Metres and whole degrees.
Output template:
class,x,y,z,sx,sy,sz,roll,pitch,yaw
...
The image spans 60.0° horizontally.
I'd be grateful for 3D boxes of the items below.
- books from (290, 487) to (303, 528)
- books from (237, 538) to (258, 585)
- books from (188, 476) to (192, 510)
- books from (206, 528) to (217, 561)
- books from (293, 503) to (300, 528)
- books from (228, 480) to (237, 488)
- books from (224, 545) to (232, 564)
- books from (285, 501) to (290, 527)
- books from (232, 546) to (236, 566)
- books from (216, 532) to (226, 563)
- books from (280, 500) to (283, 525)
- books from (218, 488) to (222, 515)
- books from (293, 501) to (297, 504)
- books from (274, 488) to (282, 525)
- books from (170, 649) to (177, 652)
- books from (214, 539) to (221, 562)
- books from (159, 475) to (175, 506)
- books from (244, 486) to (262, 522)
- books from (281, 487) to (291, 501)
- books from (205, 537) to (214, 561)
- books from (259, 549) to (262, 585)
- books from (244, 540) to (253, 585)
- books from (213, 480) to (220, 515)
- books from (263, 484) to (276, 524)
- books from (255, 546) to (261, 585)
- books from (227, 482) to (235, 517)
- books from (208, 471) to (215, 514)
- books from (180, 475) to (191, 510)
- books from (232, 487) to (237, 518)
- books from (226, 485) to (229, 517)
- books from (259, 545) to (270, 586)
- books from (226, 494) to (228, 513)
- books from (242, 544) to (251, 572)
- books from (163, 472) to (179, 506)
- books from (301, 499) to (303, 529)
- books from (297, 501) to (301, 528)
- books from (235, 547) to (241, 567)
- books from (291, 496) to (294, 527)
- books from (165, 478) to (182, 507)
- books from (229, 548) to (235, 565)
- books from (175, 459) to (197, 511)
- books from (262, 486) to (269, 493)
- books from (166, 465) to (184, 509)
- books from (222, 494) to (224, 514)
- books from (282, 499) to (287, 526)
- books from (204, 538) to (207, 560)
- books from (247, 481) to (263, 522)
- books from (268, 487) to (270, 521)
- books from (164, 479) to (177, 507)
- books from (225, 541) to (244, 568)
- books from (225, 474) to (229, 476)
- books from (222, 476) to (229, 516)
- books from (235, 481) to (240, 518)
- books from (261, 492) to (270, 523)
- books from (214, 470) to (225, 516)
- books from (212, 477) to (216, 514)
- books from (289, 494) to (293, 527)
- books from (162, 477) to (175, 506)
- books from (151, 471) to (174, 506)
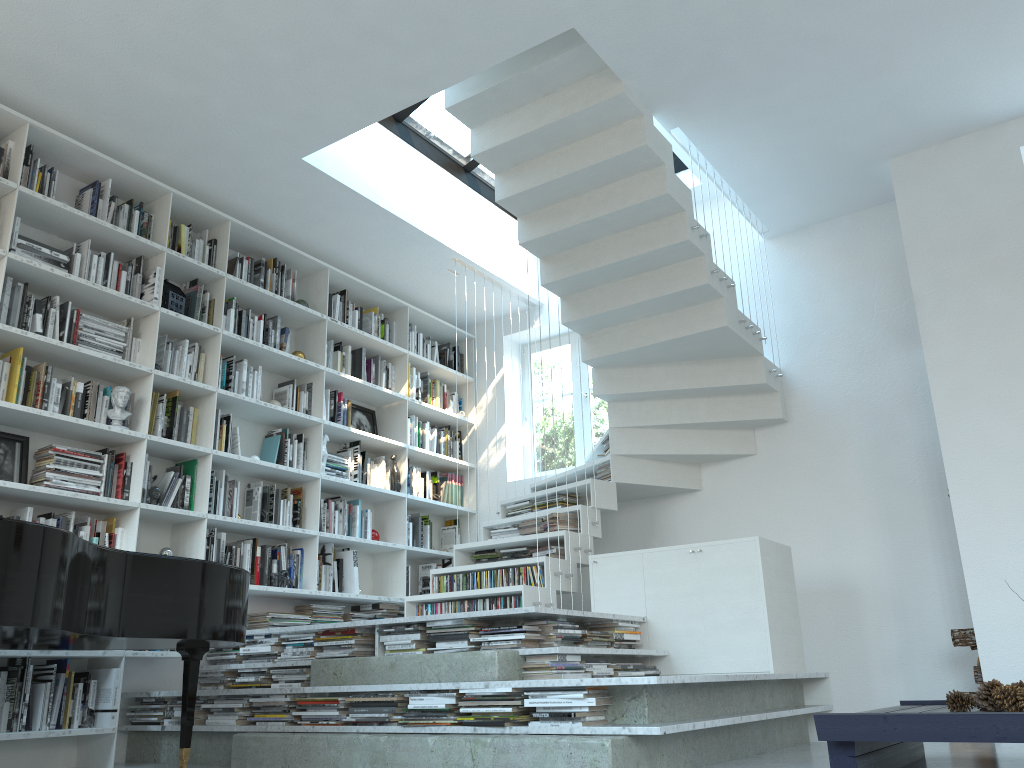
class,x,y,z,sx,sy,sz,roll,pitch,yaw
books,-1.409,0.818,5.705,0.162,0.294,0.007,-14,-21,32
books,-1.597,1.079,5.313,0.175,0.292,0.012,-14,-21,32
books,-1.885,0.645,5.039,0.148,0.225,0.021,-14,-21,32
books,-1.766,0.990,5.073,0.187,0.315,0.010,-14,-21,32
books,-1.422,0.861,5.650,0.189,0.180,0.016,-14,-22,32
books,-1.706,0.711,5.305,0.142,0.260,0.014,-14,-21,32
books,-1.712,1.062,5.159,0.162,0.230,0.066,-14,-22,32
books,-1.475,0.842,5.594,0.191,0.182,0.019,-14,-22,32
books,-1.688,1.077,5.211,0.142,0.234,0.029,-14,-21,32
books,-1.733,1.015,5.114,0.189,0.293,0.030,-14,-21,32
books,-1.502,0.827,5.545,0.182,0.181,0.018,-14,-22,32
books,-1.766,0.712,5.188,0.184,0.185,0.013,-14,-22,32
books,-1.436,0.858,5.681,0.141,0.204,0.016,-14,-21,32
books,-1.514,0.790,5.542,0.184,0.250,0.018,-14,-21,32
books,-1.819,1.308,4.703,0.175,0.224,0.026,-14,-22,32
books,-1.748,1.026,5.088,0.178,0.255,0.023,-14,-21,32
books,-1.967,0.614,4.908,0.176,0.209,0.089,-14,-22,32
books,-1.598,0.764,5.461,0.130,0.251,0.019,-14,-21,32
books,-1.472,0.803,5.620,0.173,0.273,0.006,-14,-21,32
books,-1.774,1.011,5.051,0.187,0.261,0.023,-14,-21,32
books,-1.575,1.125,5.375,0.131,0.242,0.021,-14,-21,32
books,-1.621,1.084,5.314,0.159,0.284,0.012,-14,-21,32
books,-1.775,0.686,5.170,0.188,0.225,0.011,-14,-22,32
books,-1.543,0.776,5.551,0.159,0.284,0.007,-14,-21,32
books,-1.586,1.108,5.324,0.185,0.243,0.031,-14,-22,32
books,-1.721,0.714,5.278,0.176,0.237,0.015,-14,-21,32
books,-1.794,0.655,5.167,0.159,0.282,0.005,-14,-21,32
books,-1.890,0.638,5.013,0.171,0.222,0.029,-14,-22,32
books,-1.710,0.732,5.283,0.180,0.206,0.014,-14,-22,32
books,-1.735,0.720,5.271,0.134,0.222,0.008,-14,-21,32
books,-1.548,1.118,5.388,0.173,0.261,0.026,-14,-21,32
books,-1.739,0.738,5.256,0.140,0.178,0.013,-14,-22,32
books,-1.630,1.085,5.265,0.181,0.251,0.025,-14,-21,32
books,-1.955,0.613,4.954,0.150,0.238,0.094,-14,-22,32
books,-1.408,0.865,5.732,0.146,0.223,0.009,-14,-21,32
books,-1.420,0.861,5.687,0.158,0.203,0.013,-14,-22,32
books,-1.670,1.086,5.229,0.160,0.227,0.024,-14,-21,32
books,-1.455,0.837,5.657,0.155,0.231,0.021,-14,-21,32
books,-1.944,0.635,4.961,0.169,0.204,0.091,-14,-22,32
books,-1.691,1.079,5.187,0.175,0.216,0.011,-14,-22,32
books,-1.874,0.602,5.067,0.183,0.323,0.014,-14,-21,32
books,-1.570,0.771,5.500,0.150,0.261,0.015,-14,-21,32
books,-1.920,0.607,5.017,0.139,0.284,0.013,-13,-21,32
books,-1.761,0.716,5.225,0.167,0.202,0.013,-14,-22,32
books,-1.488,0.833,5.585,0.176,0.194,0.015,-14,-22,32
books,-1.800,1.015,5.046,0.161,0.253,0.012,-14,-21,32
books,-1.599,0.753,5.487,0.131,0.288,0.016,-13,-21,32
books,-1.563,0.776,5.508,0.158,0.258,0.008,-14,-21,32
books,-1.960,0.628,4.958,0.139,0.214,0.090,-14,-22,32
books,-1.657,1.072,5.248,0.171,0.267,0.014,-14,-21,32
books,-1.747,0.686,5.265,0.159,0.284,0.006,-14,-21,32
books,-1.745,0.686,5.238,0.183,0.266,0.012,-14,-21,32
books,-1.699,0.719,5.314,0.173,0.250,0.013,-14,-21,32
books,-1.566,0.787,5.473,0.178,0.215,0.016,-14,-22,32
books,-1.759,0.663,5.215,0.175,0.296,0.014,-14,-21,32
books,-1.790,0.674,5.170,0.165,0.248,0.013,-14,-21,32
books,-1.464,0.827,5.622,0.182,0.228,0.018,-14,-22,32
books,-1.965,0.623,4.938,0.143,0.211,0.090,-14,-22,32
books,-1.973,0.600,4.895,0.190,0.227,0.096,-14,-22,32
